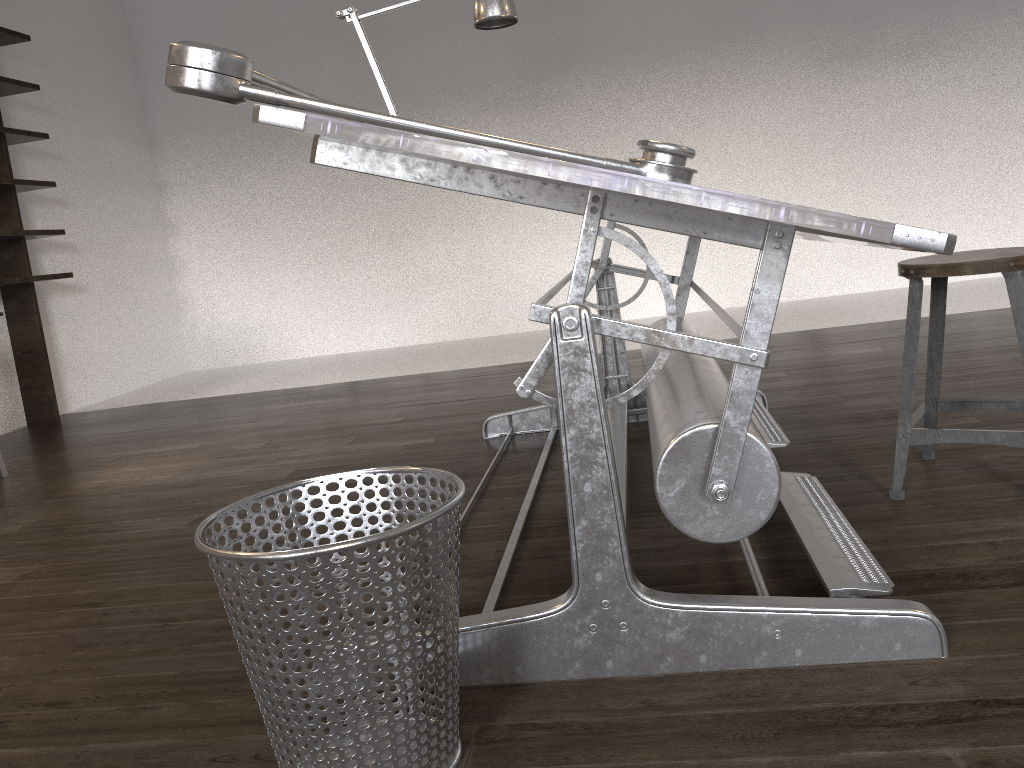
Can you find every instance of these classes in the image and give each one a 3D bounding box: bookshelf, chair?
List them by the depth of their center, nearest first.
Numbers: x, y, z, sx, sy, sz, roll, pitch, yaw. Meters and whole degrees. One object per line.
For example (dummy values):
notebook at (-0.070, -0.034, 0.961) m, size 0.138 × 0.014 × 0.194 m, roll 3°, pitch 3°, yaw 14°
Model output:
bookshelf at (-3.325, 0.146, 0.652) m, size 0.373 × 3.186 × 9.248 m, roll -7°, pitch 9°, yaw 9°
chair at (1.058, -0.027, 1.997) m, size 0.358 × 0.525 × 0.374 m, roll -2°, pitch 9°, yaw 37°

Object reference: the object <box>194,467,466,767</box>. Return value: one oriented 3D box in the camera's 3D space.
object at (-0.213, 0.344, 1.195) m, size 0.352 × 0.375 × 0.356 m, roll -3°, pitch 9°, yaw 30°

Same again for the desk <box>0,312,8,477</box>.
desk at (-2.493, 0.216, 2.931) m, size 0.655 × 0.665 × 1.681 m, roll -6°, pitch 9°, yaw 9°

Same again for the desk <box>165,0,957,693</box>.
desk at (0.142, -0.375, 2.160) m, size 1.075 × 1.378 × 2.085 m, roll -6°, pitch 9°, yaw 9°
